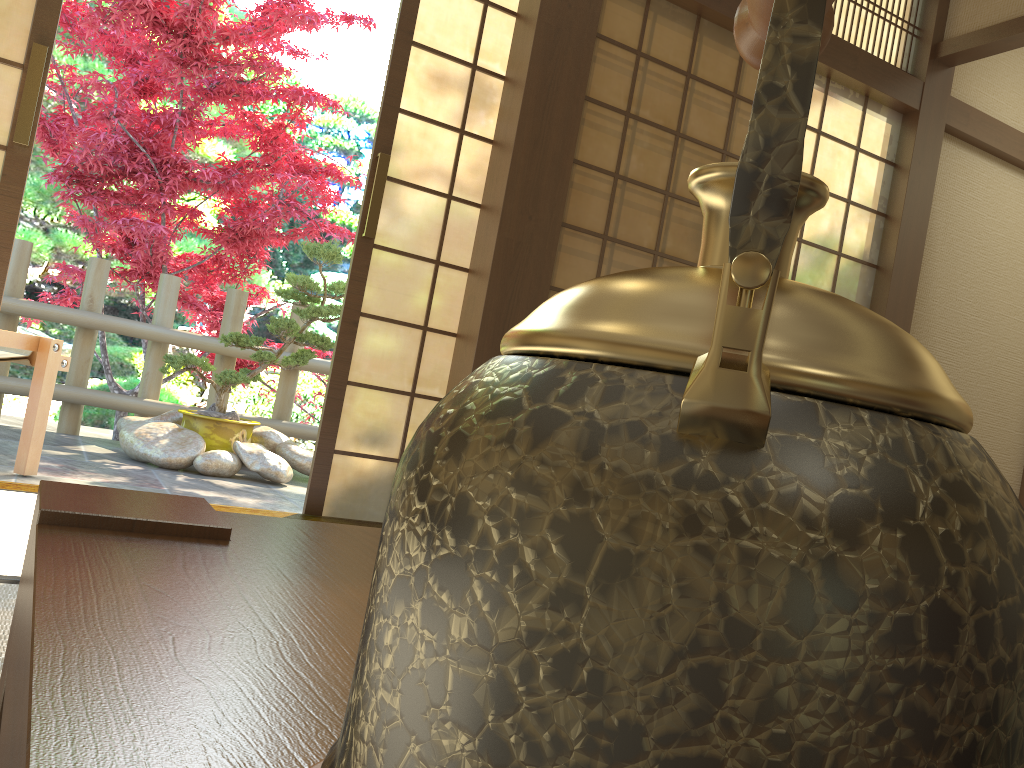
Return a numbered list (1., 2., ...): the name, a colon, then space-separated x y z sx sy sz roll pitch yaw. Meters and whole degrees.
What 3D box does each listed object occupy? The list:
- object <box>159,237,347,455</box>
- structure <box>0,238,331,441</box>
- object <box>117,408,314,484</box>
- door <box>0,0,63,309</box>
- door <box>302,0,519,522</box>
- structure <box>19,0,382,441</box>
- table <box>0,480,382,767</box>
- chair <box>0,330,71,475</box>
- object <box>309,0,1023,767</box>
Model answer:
1. object: -1.362 -0.193 4.957 1.032 1.362 0.586 11 -2 -2
2. structure: -1.735 -0.031 5.489 7.456 1.136 0.245 11 -2 -28
3. object: -1.505 0.340 4.902 1.260 0.276 1.147 12 -2 -32
4. door: -2.235 -0.976 2.213 1.894 2.380 0.073 11 -2 -28
5. door: 0.297 -0.464 3.580 1.894 2.380 0.073 11 -2 -28
6. structure: -2.555 -1.585 5.895 3.412 4.004 3.045 10 -2 5
7. table: 0.251 0.366 0.506 1.000 0.350 1.000 11 -2 -28
8. chair: -2.203 -0.022 3.282 0.698 0.598 0.704 10 -2 19
9. object: 0.062 0.005 0.253 0.219 0.296 0.226 12 -2 -33
